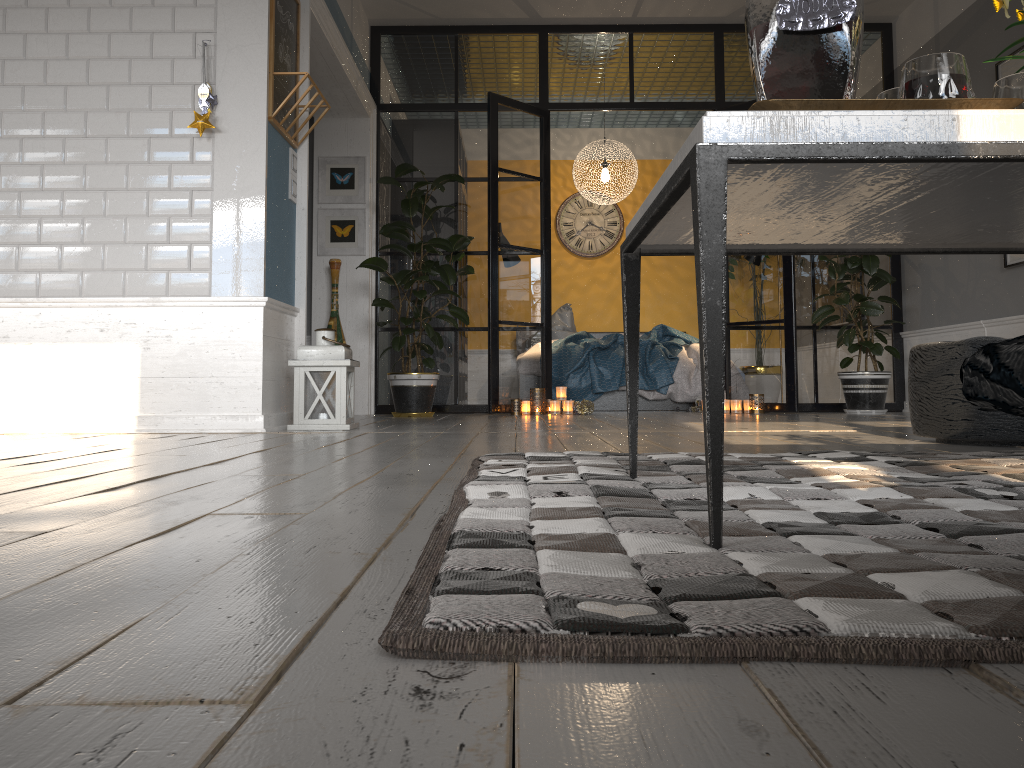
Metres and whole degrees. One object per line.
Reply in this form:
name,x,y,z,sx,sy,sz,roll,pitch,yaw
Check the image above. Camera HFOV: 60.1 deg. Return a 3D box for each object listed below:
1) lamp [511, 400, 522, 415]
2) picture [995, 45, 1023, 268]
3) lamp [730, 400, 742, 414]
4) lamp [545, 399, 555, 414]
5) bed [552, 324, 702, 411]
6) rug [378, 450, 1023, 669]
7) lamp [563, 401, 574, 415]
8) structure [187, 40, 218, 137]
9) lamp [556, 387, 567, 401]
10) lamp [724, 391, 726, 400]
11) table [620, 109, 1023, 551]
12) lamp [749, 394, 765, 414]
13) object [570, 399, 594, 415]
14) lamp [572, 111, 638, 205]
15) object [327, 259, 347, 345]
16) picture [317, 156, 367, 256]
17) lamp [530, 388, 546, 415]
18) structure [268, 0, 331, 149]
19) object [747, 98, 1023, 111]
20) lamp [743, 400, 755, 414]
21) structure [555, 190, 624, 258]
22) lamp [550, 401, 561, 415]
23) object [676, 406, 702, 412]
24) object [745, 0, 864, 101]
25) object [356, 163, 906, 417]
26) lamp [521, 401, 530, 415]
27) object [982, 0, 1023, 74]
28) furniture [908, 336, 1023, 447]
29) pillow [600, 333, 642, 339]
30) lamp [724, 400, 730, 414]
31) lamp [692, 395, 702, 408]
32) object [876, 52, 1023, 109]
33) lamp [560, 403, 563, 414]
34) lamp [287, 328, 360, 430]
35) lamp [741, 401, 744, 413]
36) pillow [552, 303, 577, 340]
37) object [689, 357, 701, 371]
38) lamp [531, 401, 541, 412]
lamp,0.031,0.165,6.229,0.084,0.111,0.084,1,-3,-24
picture,0.916,-1.419,5.073,4.038,1.802,7.272,0,0,0
lamp,1.615,0.164,6.373,0.080,0.099,0.080,-2,-3,41
lamp,0.276,0.166,6.538,0.081,0.107,0.080,0,-3,0
bed,0.988,-0.166,8.130,1.897,0.773,2.316,0,-1,1
rug,1.165,0.181,1.482,2.526,0.034,1.765,0,0,0
lamp,0.400,0.168,6.300,0.080,0.099,0.080,-2,-3,41
structure,-1.369,-1.311,3.932,0.134,0.449,0.077,1,-4,-12
lamp,0.353,0.070,6.309,0.080,0.099,0.080,-2,-3,41
lamp,1.536,0.132,6.533,0.089,0.167,0.092,2,-4,-33
table,0.938,-0.059,1.343,1.455,0.513,0.730,0,-2,0
lamp,1.731,0.142,6.257,0.107,0.141,0.107,2,-3,-36
object,0.474,0.168,6.499,0.192,0.118,0.715,0,0,-11
lamp,0.876,-2.233,8.341,0.615,1.101,0.615,-3,-4,41
object,-1.273,-0.338,6.346,0.216,1.129,0.215,0,-4,-5
picture,-1.275,-1.336,5.651,0.359,0.755,1.940,0,-1,0
lamp,0.181,0.124,6.246,0.115,0.188,0.114,0,-3,-1
structure,-1.016,-1.581,4.279,0.185,0.779,0.493,0,-3,0
object,0.444,-0.324,1.152,0.318,0.015,0.246,0,0,0
lamp,1.703,0.163,6.352,0.080,0.099,0.080,-2,-3,41
structure,0.827,-1.703,9.403,0.727,0.728,0.070,0,-4,0
lamp,0.309,0.169,6.307,0.080,0.099,0.080,-2,-3,41
object,1.377,0.196,6.860,0.087,0.054,0.325,1,-1,-36
object,0.379,-0.525,1.156,0.148,0.419,0.155,-2,-4,20
object,0.924,-0.682,6.221,3.895,1.803,1.007,0,-3,0
lamp,0.098,0.169,6.291,0.080,0.099,0.080,-2,-3,41
object,0.930,-0.492,1.350,0.352,0.352,0.324,0,-2,2
furniture,1.758,0.020,3.028,0.735,0.358,0.733,0,-1,-13
pillow,1.122,-0.390,8.577,0.592,0.228,0.484,0,-1,-41
lamp,1.543,0.164,6.422,0.080,0.099,0.080,-2,-3,41
lamp,1.471,0.154,6.865,0.108,0.132,0.095,1,-3,-29
object,0.562,-0.355,1.214,0.246,0.088,0.278,0,-1,-22
lamp,0.370,0.179,6.407,0.069,0.080,0.068,-1,-3,8
lamp,-0.891,-0.027,4.217,0.287,0.479,0.285,0,-3,-1
lamp,1.669,0.168,6.457,0.063,0.091,0.063,1,-3,-18
pillow,0.421,-0.482,8.585,0.782,0.601,0.497,0,-3,6
object,1.640,-0.043,6.872,0.437,0.524,0.278,-2,-4,41
lamp,0.170,0.169,6.349,0.080,0.099,0.080,-2,-3,41
